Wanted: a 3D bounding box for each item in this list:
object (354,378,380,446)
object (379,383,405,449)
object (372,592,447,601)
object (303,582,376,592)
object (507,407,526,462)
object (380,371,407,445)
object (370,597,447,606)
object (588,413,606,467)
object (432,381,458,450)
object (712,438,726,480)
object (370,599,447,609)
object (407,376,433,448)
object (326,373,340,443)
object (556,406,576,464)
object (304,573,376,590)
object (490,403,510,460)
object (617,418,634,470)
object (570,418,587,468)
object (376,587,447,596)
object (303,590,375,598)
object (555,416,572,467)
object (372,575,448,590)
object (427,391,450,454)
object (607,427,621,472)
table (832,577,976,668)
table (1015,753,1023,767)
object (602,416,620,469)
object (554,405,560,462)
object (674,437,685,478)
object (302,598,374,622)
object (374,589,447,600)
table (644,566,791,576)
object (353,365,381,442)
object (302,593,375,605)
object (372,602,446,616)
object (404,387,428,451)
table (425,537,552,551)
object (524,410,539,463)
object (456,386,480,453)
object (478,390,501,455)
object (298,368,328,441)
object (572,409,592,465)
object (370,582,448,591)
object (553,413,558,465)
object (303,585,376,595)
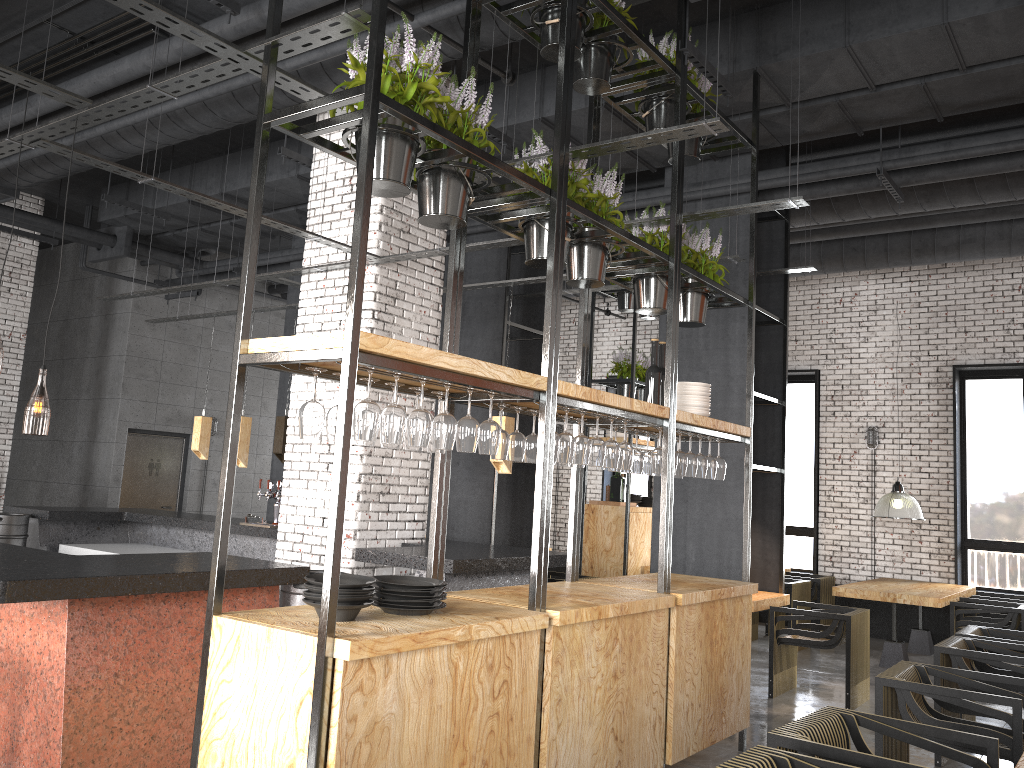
[{"bbox_3d":[-0.582,0.113,3.560,0.101,0.268,0.100,3,-8,-1],"label":"object"},{"bbox_3d":[-0.496,0.133,3.678,0.101,0.268,0.100,3,-8,-1],"label":"object"},{"bbox_3d":[-0.410,0.842,3.474,0.305,0.046,0.305,4,-7,-6],"label":"object"},{"bbox_3d":[-0.626,0.763,3.209,0.257,0.072,0.256,-2,-8,35],"label":"object"},{"bbox_3d":[0.024,0.249,4.400,0.101,0.268,0.101,10,-10,-40],"label":"object"},{"bbox_3d":[-0.434,0.088,3.276,0.101,0.268,0.100,3,-8,-1],"label":"object"},{"bbox_3d":[-0.409,0.851,3.474,0.305,0.044,0.305,-2,-8,36],"label":"object"},{"bbox_3d":[0.427,0.282,4.470,0.101,0.268,0.101,10,-10,-40],"label":"object"},{"bbox_3d":[-0.264,0.126,3.512,0.101,0.268,0.100,3,-8,-1],"label":"object"},{"bbox_3d":[1.335,0.485,5.730,0.101,0.268,0.100,3,-8,-1],"label":"object"},{"bbox_3d":[-0.410,0.866,3.471,0.305,0.041,0.305,8,-8,-36],"label":"object"},{"bbox_3d":[-0.349,0.107,3.394,0.101,0.268,0.100,3,-8,-1],"label":"object"},{"bbox_3d":[-0.667,0.094,3.442,0.101,0.268,0.100,3,-8,-1],"label":"object"},{"bbox_3d":[0.257,0.243,4.234,0.101,0.268,0.101,10,-10,-40],"label":"object"},{"bbox_3d":[-0.624,0.738,3.213,0.257,0.076,0.256,5,-7,-17],"label":"object"},{"bbox_3d":[-0.056,0.231,4.289,0.101,0.268,0.101,10,-10,-40],"label":"object"},{"bbox_3d":[0.598,0.320,4.707,0.101,0.268,0.101,10,-10,-40],"label":"object"},{"bbox_3d":[0.365,0.326,4.873,0.101,0.268,0.101,10,-10,-40],"label":"object"},{"bbox_3d":[-0.408,0.813,3.480,0.306,0.037,0.305,-2,-9,37],"label":"object"},{"bbox_3d":[-0.628,0.785,3.206,0.257,0.075,0.256,7,-8,-28],"label":"object"},{"bbox_3d":[0.280,0.307,4.755,0.101,0.268,0.101,10,-10,-40],"label":"object"},{"bbox_3d":[-0.407,0.788,3.485,0.306,0.040,0.305,1,-7,19],"label":"object"},{"bbox_3d":[-0.326,0.171,3.915,0.101,0.268,0.101,7,-8,-23],"label":"object"},{"bbox_3d":[0.607,0.380,5.209,0.101,0.268,0.100,6,-8,-17],"label":"object"},{"bbox_3d":[4.238,2.557,9.477,1.000,0.765,2.111,-2,-9,36],"label":"table"},{"bbox_3d":[2.255,1.650,2.853,1.000,0.765,0.994,-2,-9,36],"label":"table"},{"bbox_3d":[0.512,0.301,4.589,0.101,0.268,0.101,10,-10,-40],"label":"object"},{"bbox_3d":[0.177,0.225,4.123,0.101,0.268,0.101,10,-10,-40],"label":"object"},{"bbox_3d":[1.102,0.492,5.896,0.101,0.268,0.100,3,-8,-1],"label":"object"},{"bbox_3d":[-0.629,0.816,3.201,0.257,0.068,0.256,0,-8,28],"label":"object"},{"bbox_3d":[-0.408,0.828,3.478,0.305,0.042,0.305,4,-7,-7],"label":"object"},{"bbox_3d":[2.519,2.602,10.703,1.000,0.765,2.111,-2,-9,36],"label":"table"},{"bbox_3d":[-0.514,0.070,3.165,0.101,0.268,0.100,3,-8,-1],"label":"object"},{"bbox_3d":[-0.628,0.792,3.204,0.257,0.076,0.256,-2,-8,35],"label":"object"},{"bbox_3d":[-0.411,0.877,3.471,0.305,0.035,0.305,5,-7,-16],"label":"object"},{"bbox_3d":[-0.411,0.152,3.797,0.101,0.268,0.100,3,-8,-1],"label":"object"},{"bbox_3d":[-1.433,2.673,13.251,4.134,0.765,0.998,-2,-9,35],"label":"table"},{"bbox_3d":[0.109,0.269,4.518,0.101,0.268,0.101,10,-10,-40],"label":"object"},{"bbox_3d":[-0.178,0.146,3.630,0.101,0.268,0.100,3,-8,-1],"label":"object"},{"bbox_3d":[-0.093,0.165,3.749,0.101,0.268,0.101,7,-8,-23],"label":"object"},{"bbox_3d":[-0.747,0.076,3.331,0.101,0.268,0.100,3,-8,-1],"label":"object"},{"bbox_3d":[0.342,0.262,4.352,0.101,0.268,0.101,10,-10,-40],"label":"object"},{"bbox_3d":[-0.408,0.802,3.482,0.305,0.049,0.305,7,-8,-29],"label":"object"},{"bbox_3d":[0.194,0.288,4.637,0.101,0.268,0.101,10,-10,-40],"label":"object"},{"bbox_3d":[-0.626,0.767,3.208,0.257,0.072,0.256,2,-7,8],"label":"object"}]
